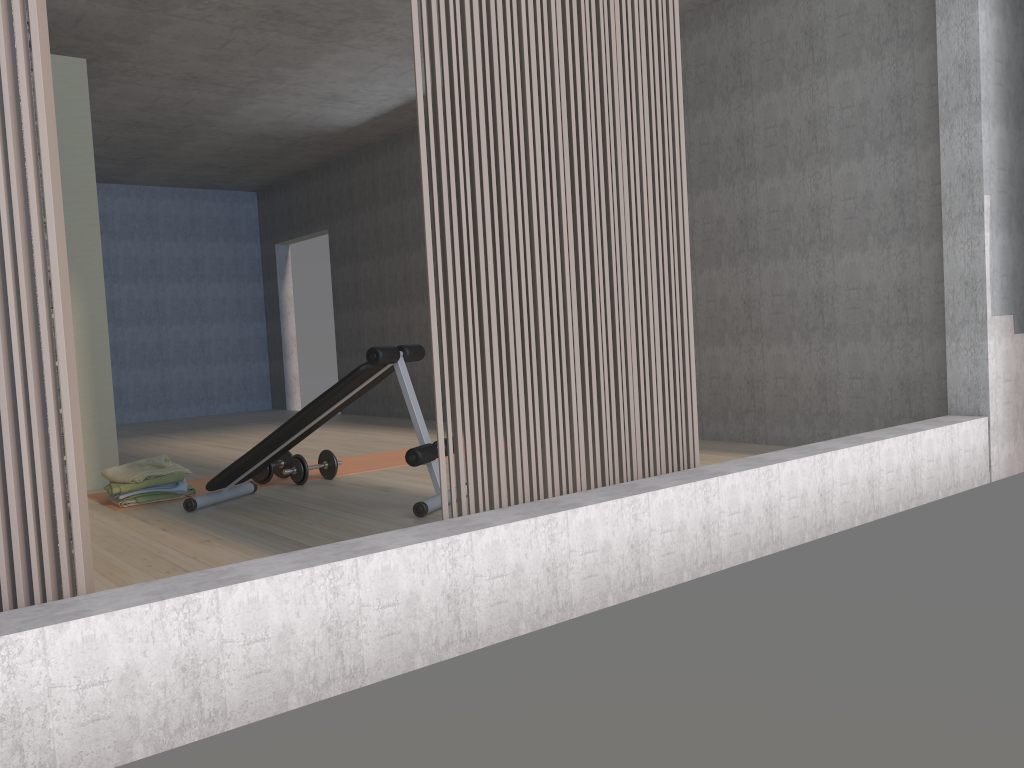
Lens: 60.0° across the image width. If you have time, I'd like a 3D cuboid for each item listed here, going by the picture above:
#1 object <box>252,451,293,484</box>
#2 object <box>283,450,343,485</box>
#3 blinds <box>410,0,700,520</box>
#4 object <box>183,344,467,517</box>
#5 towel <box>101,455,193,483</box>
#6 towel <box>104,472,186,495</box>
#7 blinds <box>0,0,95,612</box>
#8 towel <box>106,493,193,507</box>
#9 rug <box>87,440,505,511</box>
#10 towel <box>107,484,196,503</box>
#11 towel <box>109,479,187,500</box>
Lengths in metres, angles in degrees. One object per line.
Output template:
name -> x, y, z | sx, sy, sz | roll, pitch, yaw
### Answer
object -> -1.379, 0.472, 5.096 | 0.176, 0.176, 0.385 | -2, 3, 24
object -> -1.124, 0.471, 5.019 | 0.176, 0.176, 0.385 | 0, 4, 43
blinds -> 0.172, -0.774, 2.806 | 1.133, 2.744, 0.069 | -6, 4, -38
object -> -0.914, 0.208, 4.268 | 1.312, 0.746, 0.505 | -2, 3, 21
towel -> -1.953, 0.456, 4.738 | 0.373, 0.123, 0.384 | -1, 4, 36
towel -> -1.956, 0.512, 4.714 | 0.376, 0.085, 0.371 | -5, 4, -33
blinds -> -1.422, -0.615, 1.553 | 1.133, 2.744, 0.069 | -6, 4, -38
towel -> -1.957, 0.594, 4.759 | 0.376, 0.044, 0.371 | -6, 4, -39
rug -> -1.113, 0.523, 5.583 | 2.779, 0.002, 0.716 | -6, 4, -38
towel -> -1.938, 0.570, 4.764 | 0.380, 0.081, 0.367 | -6, 4, -40
towel -> -1.940, 0.546, 4.738 | 0.383, 0.078, 0.383 | -4, 3, -21
